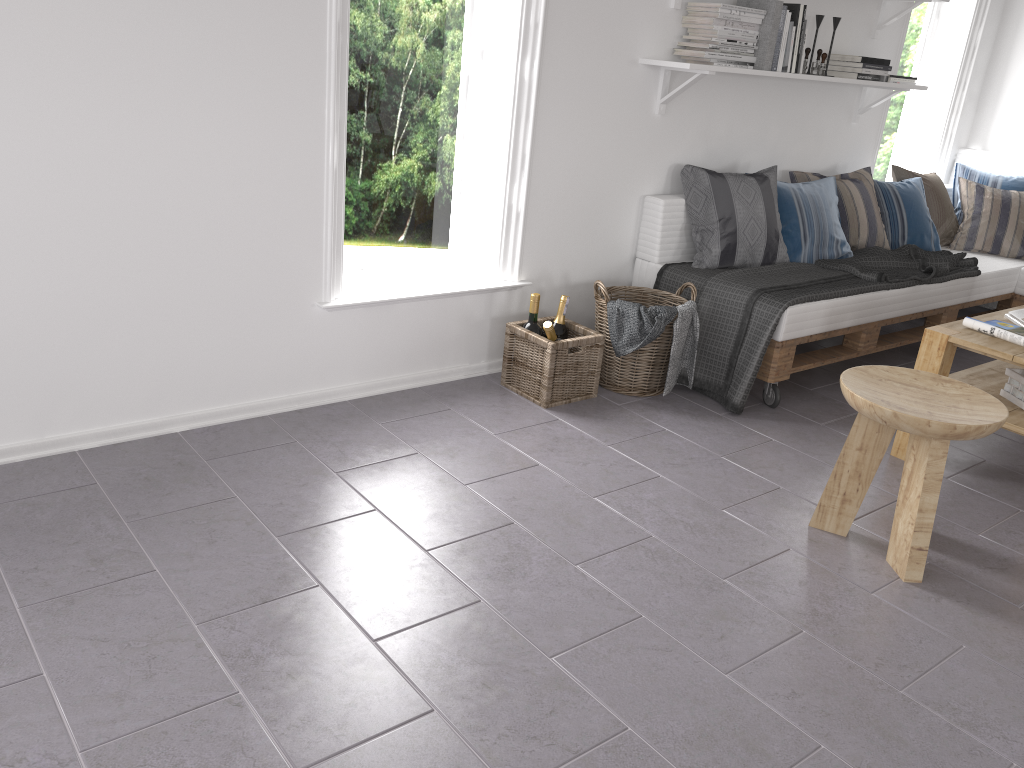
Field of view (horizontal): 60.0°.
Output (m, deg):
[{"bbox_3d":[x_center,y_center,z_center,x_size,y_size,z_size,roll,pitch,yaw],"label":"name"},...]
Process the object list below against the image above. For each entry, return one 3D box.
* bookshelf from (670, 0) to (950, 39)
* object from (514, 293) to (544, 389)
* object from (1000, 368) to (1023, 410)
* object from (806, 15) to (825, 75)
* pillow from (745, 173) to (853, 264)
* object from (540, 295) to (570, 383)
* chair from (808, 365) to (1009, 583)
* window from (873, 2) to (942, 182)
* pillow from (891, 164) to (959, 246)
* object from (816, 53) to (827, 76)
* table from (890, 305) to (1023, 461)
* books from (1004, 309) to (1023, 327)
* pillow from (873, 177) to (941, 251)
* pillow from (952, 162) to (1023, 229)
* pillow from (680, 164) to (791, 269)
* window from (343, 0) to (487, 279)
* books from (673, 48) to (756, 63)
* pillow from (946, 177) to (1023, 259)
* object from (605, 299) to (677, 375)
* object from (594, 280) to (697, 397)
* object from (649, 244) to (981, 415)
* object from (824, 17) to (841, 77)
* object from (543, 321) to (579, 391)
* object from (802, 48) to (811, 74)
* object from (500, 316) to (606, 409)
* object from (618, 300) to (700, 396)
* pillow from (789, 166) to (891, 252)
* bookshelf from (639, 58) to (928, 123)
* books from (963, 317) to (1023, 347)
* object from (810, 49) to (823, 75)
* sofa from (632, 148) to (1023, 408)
[{"bbox_3d":[1.333,-1.687,3.905,1.820,0.212,0.269,-11,27,-37],"label":"bookshelf"},{"bbox_3d":[0.072,-0.167,3.438,0.095,0.377,0.095,4,21,-4],"label":"object"},{"bbox_3d":[1.816,0.046,3.003,0.155,0.102,0.281,3,21,-7],"label":"object"},{"bbox_3d":[1.391,-1.558,4.083,0.085,0.259,0.085,13,22,17],"label":"object"},{"bbox_3d":[1.362,-0.757,4.163,0.525,0.401,0.331,-2,23,-20],"label":"pillow"},{"bbox_3d":[0.160,-0.172,3.513,0.127,0.361,0.094,-11,27,-37],"label":"object"},{"bbox_3d":[1.104,0.246,2.520,0.431,0.479,0.431,-13,28,-39],"label":"chair"},{"bbox_3d":[2.189,-1.698,5.199,0.685,1.655,0.052,-11,27,-37],"label":"window"},{"bbox_3d":[2.305,-0.979,4.931,0.545,0.438,0.334,-8,25,-33],"label":"pillow"},{"bbox_3d":[1.404,-1.444,4.010,0.058,0.102,0.032,-14,29,-42],"label":"object"},{"bbox_3d":[2.154,0.022,3.363,1.457,0.485,0.607,-11,27,-37],"label":"table"},{"bbox_3d":[2.036,-0.198,3.158,0.422,0.049,0.300,7,21,4],"label":"books"},{"bbox_3d":[2.023,-0.863,4.643,0.523,0.408,0.341,-4,23,-23],"label":"pillow"},{"bbox_3d":[2.787,-1.021,5.129,0.534,0.437,0.287,14,23,21],"label":"pillow"},{"bbox_3d":[0.986,-0.731,3.911,0.534,0.444,0.301,-3,23,-22],"label":"pillow"},{"bbox_3d":[-0.373,-1.175,3.179,0.685,1.655,0.117,-11,27,-37],"label":"window"},{"bbox_3d":[0.843,-1.365,3.686,0.331,0.025,0.176,-11,27,-37],"label":"books"},{"bbox_3d":[2.692,-0.891,4.877,0.516,0.392,0.358,13,22,17],"label":"pillow"},{"bbox_3d":[0.503,-0.182,3.521,0.303,0.332,0.367,8,21,5],"label":"object"},{"bbox_3d":[0.512,-0.203,3.589,0.393,0.432,0.393,21,26,34],"label":"object"},{"bbox_3d":[1.442,-0.361,4.095,1.892,0.533,0.685,-12,27,-38],"label":"object"},{"bbox_3d":[1.482,-1.563,4.120,0.085,0.259,0.085,13,22,17],"label":"object"},{"bbox_3d":[0.180,-0.107,3.388,0.095,0.332,0.284,17,24,27],"label":"object"},{"bbox_3d":[1.335,-1.467,4.032,0.032,0.117,0.058,15,23,22],"label":"object"},{"bbox_3d":[0.156,-0.087,3.456,0.276,0.270,0.276,-11,27,-37],"label":"object"},{"bbox_3d":[0.543,-0.178,3.566,0.290,0.356,0.349,-15,29,-42],"label":"object"},{"bbox_3d":[1.644,-0.846,4.407,0.546,0.438,0.316,-5,24,-26],"label":"pillow"},{"bbox_3d":[1.295,-1.306,4.053,1.820,0.212,0.269,-11,27,-37],"label":"bookshelf"},{"bbox_3d":[1.749,-0.176,3.044,0.229,0.043,0.300,-9,26,-34],"label":"books"},{"bbox_3d":[1.399,-1.472,4.060,0.058,0.117,0.032,-6,24,-27],"label":"object"},{"bbox_3d":[2.276,-0.468,4.064,2.855,0.932,2.017,-11,27,-37],"label":"sofa"}]
